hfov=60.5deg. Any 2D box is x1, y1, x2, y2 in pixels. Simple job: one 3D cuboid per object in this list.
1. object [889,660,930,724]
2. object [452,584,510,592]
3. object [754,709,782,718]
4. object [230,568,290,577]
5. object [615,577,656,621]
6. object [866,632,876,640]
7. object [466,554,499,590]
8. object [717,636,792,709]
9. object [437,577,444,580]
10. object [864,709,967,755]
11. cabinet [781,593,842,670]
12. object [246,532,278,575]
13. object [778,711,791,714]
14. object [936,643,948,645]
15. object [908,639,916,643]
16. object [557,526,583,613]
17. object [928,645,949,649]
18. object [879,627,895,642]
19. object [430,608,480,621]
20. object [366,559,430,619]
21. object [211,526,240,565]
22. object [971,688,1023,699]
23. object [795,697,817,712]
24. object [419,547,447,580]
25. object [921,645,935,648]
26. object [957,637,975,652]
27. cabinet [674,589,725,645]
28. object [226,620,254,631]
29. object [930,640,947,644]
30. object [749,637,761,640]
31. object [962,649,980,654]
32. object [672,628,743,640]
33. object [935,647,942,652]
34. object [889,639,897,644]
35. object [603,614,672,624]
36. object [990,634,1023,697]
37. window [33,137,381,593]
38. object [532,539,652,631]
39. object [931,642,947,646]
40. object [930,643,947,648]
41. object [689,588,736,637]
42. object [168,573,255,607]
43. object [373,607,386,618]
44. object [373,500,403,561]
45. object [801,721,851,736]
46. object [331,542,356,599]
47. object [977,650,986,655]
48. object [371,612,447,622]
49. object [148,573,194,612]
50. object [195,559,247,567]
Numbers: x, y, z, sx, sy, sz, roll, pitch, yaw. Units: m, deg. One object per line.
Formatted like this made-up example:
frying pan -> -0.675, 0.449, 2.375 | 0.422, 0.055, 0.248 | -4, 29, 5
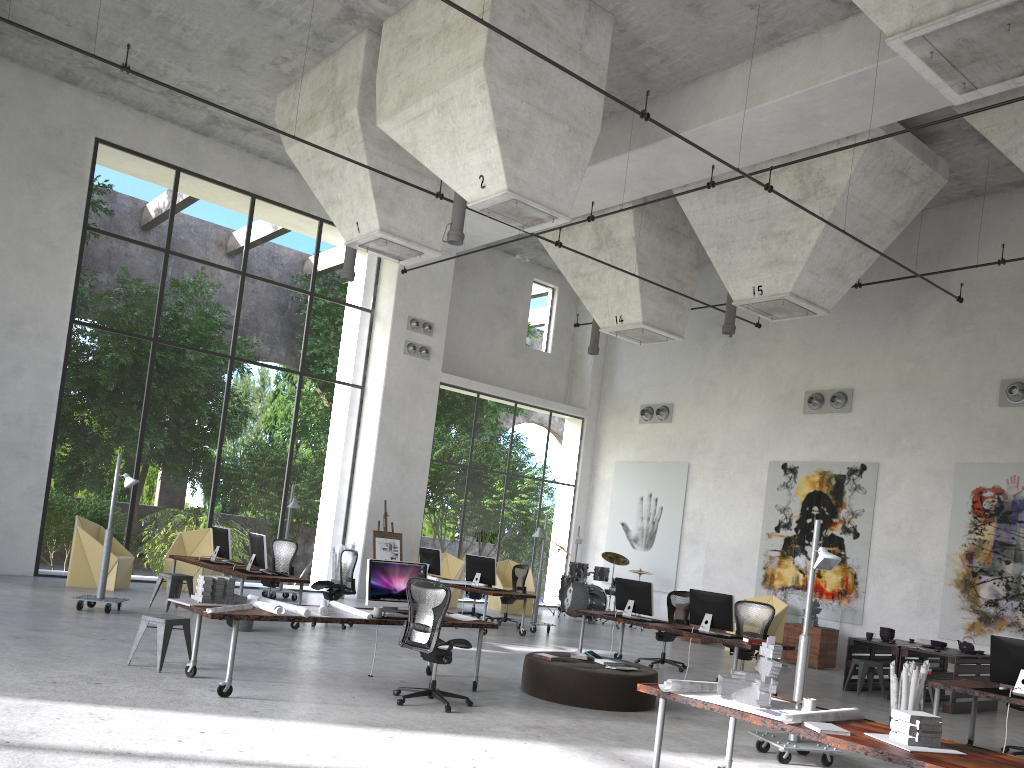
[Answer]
object -> 4.050, 3.274, 9.018 | 0.322, 0.931, 0.342 | 8, -3, -21
object -> -0.531, 3.583, 15.403 | 0.846, 0.008, 0.698 | -2, -13, 42
object -> 1.698, 2.149, 5.734 | 0.135, 0.008, 0.204 | 12, -11, -26
object -> -3.652, 2.742, 12.748 | 0.695, 0.008, 0.850 | 13, -12, -32
object -> 1.800, 3.089, 12.608 | 0.381, 0.548, 0.714 | 10, -8, -37
object -> 5.306, 3.737, 13.001 | 0.129, 0.108, 0.102 | 1, -8, 42
object -> -0.500, 3.303, 15.412 | 0.712, 0.549, 0.382 | 0, -8, 42
object -> 1.676, 1.985, 6.075 | 0.361, 0.517, 0.498 | 7, -6, -3
object -> -1.515, 3.674, 16.602 | 0.696, 0.008, 0.849 | 14, -12, -37
object -> 2.416, 2.065, 5.257 | 0.391, 0.180, 0.420 | 9, -9, -13
cabinet -> 5.411, 4.473, 15.883 | 0.601, 1.246, 0.741 | 10, -5, -39
object -> -3.622, 2.462, 12.758 | 0.381, 0.548, 0.715 | 10, -7, -32
object -> 1.822, 2.176, 5.804 | 0.125, 0.010, 0.011 | 0, -10, 37
object -> 6.344, 3.864, 13.052 | 0.231, 0.062, 0.229 | 16, -13, -43
object -> 6.203, 3.978, 13.608 | 0.139, 0.056, 0.117 | 11, -9, -23
object -> 1.525, 4.557, 21.591 | 0.580, 2.138, 0.599 | 7, -3, -4
object -> 6.338, 3.912, 13.049 | 0.294, 0.024, 0.300 | 2, -11, 28
object -> 5.618, 3.752, 13.156 | 0.216, 0.212, 0.193 | 12, -7, -38
object -> -0.653, 2.477, 9.468 | 0.476, 0.085, 0.436 | 14, -12, -35
object -> -1.149, 2.115, 9.073 | 0.723, 0.549, 0.376 | 12, -7, -37
object -> -4.503, 2.544, 13.836 | 0.381, 0.548, 0.714 | 10, -8, -37
object -> 5.059, 3.064, 8.589 | 0.696, 0.008, 0.849 | 14, -12, -37
object -> 1.988, 2.173, 5.926 | 0.123, 0.099, 0.088 | 8, -6, -10
object -> -1.484, 3.394, 16.612 | 0.381, 0.548, 0.714 | 10, -8, -37
object -> 6.117, 3.857, 12.886 | 0.238, 0.019, 0.234 | 16, -13, -43
object -> 6.712, 3.843, 12.965 | 0.214, 0.231, 0.218 | 12, -8, -41
cabinet -> 3.853, 4.772, 17.983 | 0.752, 1.006, 0.733 | 11, -6, -39
object -> -3.626, 3.144, 11.776 | 0.396, 0.296, 0.299 | 0, -9, 44
object -> 6.340, 3.852, 13.055 | 0.232, 0.057, 0.228 | 14, -12, -39
object -> 3.023, 3.163, 10.919 | 0.148, 0.011, 0.011 | 3, -7, 19
object -> 6.634, 3.873, 12.702 | 0.228, 0.047, 0.233 | 2, -11, 28
object -> 2.637, 3.289, 11.541 | 0.696, 0.008, 0.849 | 14, -12, -37
object -> 5.989, 3.735, 12.366 | 0.137, 0.056, 0.118 | 3, -9, 26
object -> 5.567, 3.765, 12.831 | 0.116, 0.056, 0.140 | 1, -11, 36
object -> 1.769, 3.369, 12.599 | 0.696, 0.008, 0.849 | 14, -12, -37
object -> 5.090, 2.784, 8.598 | 0.381, 0.548, 0.714 | 10, -8, -37
window -> -5.584, 0.103, 17.303 | 6.035, 7.795, 0.067 | 11, -4, -39
object -> 1.878, 4.540, 20.093 | 2.960, 1.730, 1.910 | 1, -8, 35
object -> 6.341, 3.876, 13.047 | 0.232, 0.062, 0.228 | 16, -13, -43
object -> 6.338, 3.891, 13.048 | 0.228, 0.047, 0.233 | 5, -10, 10
object -> 2.667, 3.009, 11.551 | 0.381, 0.548, 0.714 | 10, -8, -37
object -> -2.743, 1.907, 8.208 | 0.432, 0.302, 0.748 | 1, -11, 41
object -> -1.310, 2.260, 8.691 | 0.123, 0.099, 0.088 | 8, -6, -10
object -> -2.626, 3.470, 18.181 | 0.701, 2.129, 0.682 | 9, -4, -38
object -> 1.924, 2.111, 5.384 | 0.201, 0.023, 0.238 | 8, -10, -8
object -> -3.518, 3.838, 18.129 | 0.438, 1.201, 0.417 | 5, -3, 29
object -> 6.838, 3.912, 12.796 | 0.116, 0.056, 0.140 | 5, -9, 12
object -> -1.183, 2.394, 9.060 | 0.859, 0.008, 0.688 | 14, -12, -37
object -> -4.983, 3.069, 12.939 | 0.454, 0.528, 0.482 | 3, -7, 36
object -> -4.534, 2.824, 13.827 | 0.696, 0.008, 0.849 | 14, -12, -37
